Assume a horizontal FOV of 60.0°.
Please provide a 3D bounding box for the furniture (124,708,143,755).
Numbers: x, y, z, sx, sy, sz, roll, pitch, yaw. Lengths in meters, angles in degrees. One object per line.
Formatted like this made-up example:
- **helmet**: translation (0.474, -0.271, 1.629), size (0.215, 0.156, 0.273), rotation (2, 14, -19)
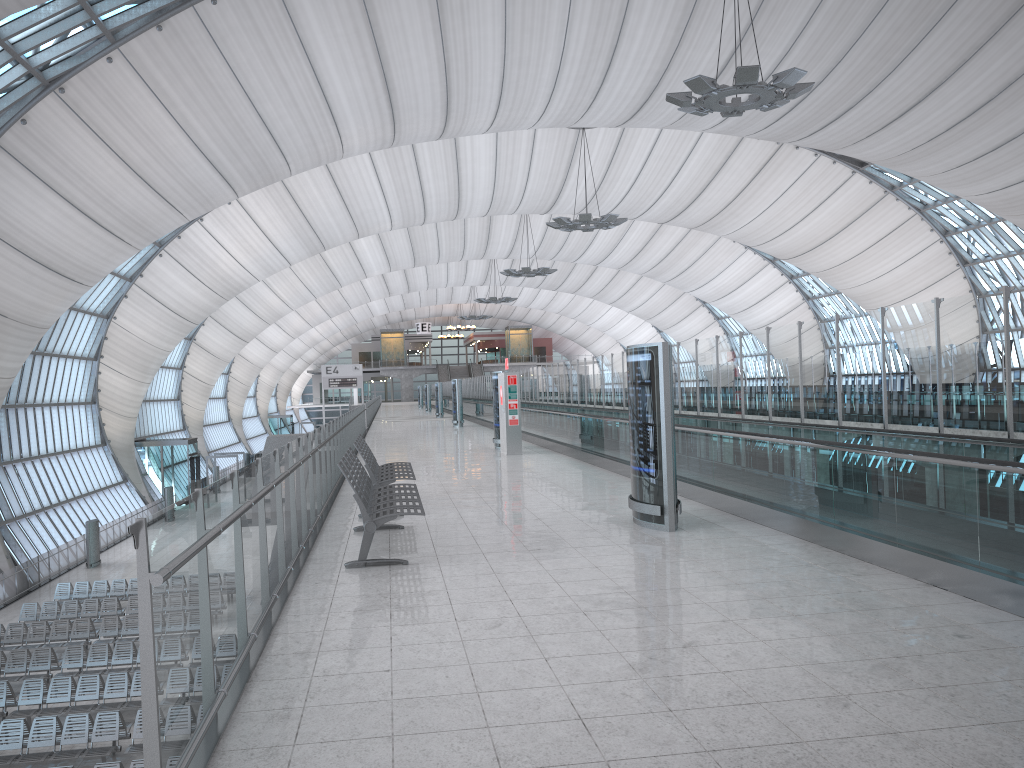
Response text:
- **furniture**: translation (-5.517, 6.312, 16.255), size (2.705, 0.913, 1.572), rotation (-2, 0, -8)

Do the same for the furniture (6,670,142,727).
- **furniture**: translation (-8.667, 6.433, 18.235), size (2.705, 0.913, 1.572), rotation (-2, 0, -8)

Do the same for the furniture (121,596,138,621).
- **furniture**: translation (-9.701, 6.497, 25.584), size (2.705, 0.913, 1.572), rotation (-2, 0, -8)

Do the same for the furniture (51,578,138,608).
- **furniture**: translation (-12.885, 6.621, 27.802), size (2.705, 0.913, 1.572), rotation (-2, 0, -8)

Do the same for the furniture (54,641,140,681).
- **furniture**: translation (-9.002, 6.454, 20.613), size (2.705, 0.913, 1.572), rotation (-2, 0, -8)

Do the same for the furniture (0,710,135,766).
- **furniture**: translation (-8.332, 6.413, 15.857), size (2.705, 0.913, 1.572), rotation (-2, 0, -8)

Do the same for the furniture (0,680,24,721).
- **furniture**: translation (-11.483, 6.534, 17.838), size (2.705, 0.913, 1.572), rotation (-2, 0, -8)

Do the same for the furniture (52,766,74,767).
- **furniture**: translation (-7.998, 6.392, 13.480), size (2.705, 0.913, 1.572), rotation (-2, 0, -8)

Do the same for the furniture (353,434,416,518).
- **furniture**: translation (-1.654, 1.142, 11.595), size (0.713, 0.902, 2.520), rotation (-2, 0, -8)

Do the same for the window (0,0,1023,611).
- **window**: translation (-1.285, -3.034, 80.121), size (50.537, 20.004, 167.818), rotation (-2, 0, -8)

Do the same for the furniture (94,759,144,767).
- **furniture**: translation (-5.182, 6.291, 13.877), size (2.705, 0.913, 1.572), rotation (-2, 0, -8)

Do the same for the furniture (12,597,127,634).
- **furniture**: translation (-12.517, 6.598, 25.186), size (2.705, 0.913, 1.572), rotation (-2, 0, -8)

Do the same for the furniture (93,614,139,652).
- **furniture**: translation (-9.374, 6.477, 23.258), size (2.705, 0.913, 1.572), rotation (-2, 0, -8)

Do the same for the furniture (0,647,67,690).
- **furniture**: translation (-11.818, 6.555, 20.216), size (2.705, 0.913, 1.572), rotation (-2, 0, -8)

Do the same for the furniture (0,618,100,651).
- **furniture**: translation (-12.190, 6.578, 22.860), size (2.705, 0.913, 1.572), rotation (-2, 0, -8)

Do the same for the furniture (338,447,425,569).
- **furniture**: translation (-1.250, 1.117, 8.600), size (0.713, 0.902, 2.520), rotation (-2, 0, -8)
